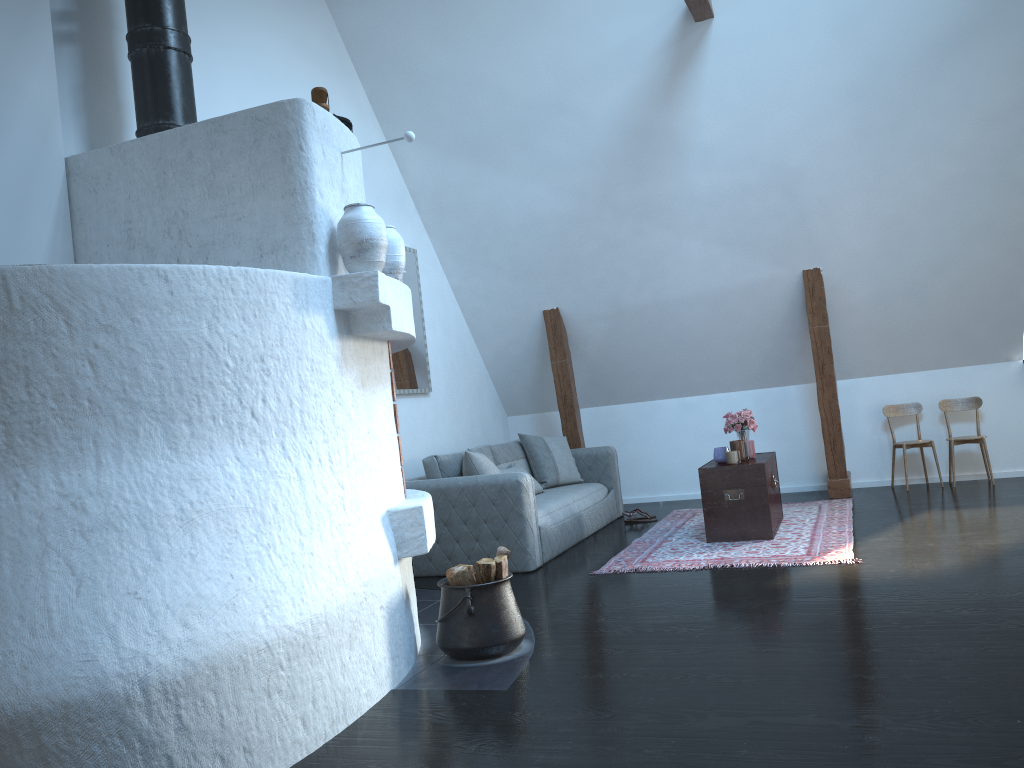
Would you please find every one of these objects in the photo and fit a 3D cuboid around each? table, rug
[{"bbox_3d":[1.613,0.766,6.155,0.471,0.492,0.962,-7,-2,21],"label":"table"},{"bbox_3d":[1.609,1.007,6.127,1.512,0.029,2.647,-7,-2,21],"label":"rug"}]

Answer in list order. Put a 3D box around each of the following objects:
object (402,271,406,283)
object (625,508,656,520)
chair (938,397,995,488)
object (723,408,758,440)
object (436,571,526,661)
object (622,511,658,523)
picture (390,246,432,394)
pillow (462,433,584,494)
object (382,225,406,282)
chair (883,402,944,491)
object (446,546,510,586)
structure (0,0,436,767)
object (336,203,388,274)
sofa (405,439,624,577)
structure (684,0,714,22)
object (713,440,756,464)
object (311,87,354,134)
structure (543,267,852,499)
[{"bbox_3d":[-0.526,-0.484,3.984,0.064,0.114,0.161,-7,-2,23],"label":"object"},{"bbox_3d":[1.053,1.067,7.298,0.277,0.090,0.101,-6,-2,-23],"label":"object"},{"bbox_3d":[3.691,0.464,7.205,0.329,0.696,0.342,-7,-2,22],"label":"chair"},{"bbox_3d":[1.648,0.350,6.394,0.235,0.351,0.234,-6,-2,-19],"label":"object"},{"bbox_3d":[-0.142,0.985,3.789,0.384,0.313,0.384,-5,-2,-43],"label":"object"},{"bbox_3d":[1.028,1.065,7.139,0.277,0.090,0.101,-7,-2,9],"label":"object"},{"bbox_3d":[-0.903,-0.515,6.852,0.025,1.185,0.965,-7,-2,21],"label":"picture"},{"bbox_3d":[0.082,0.642,6.754,0.444,0.515,2.075,-7,-2,21],"label":"pillow"},{"bbox_3d":[-0.533,-0.535,3.800,0.158,0.274,0.158,-5,-2,-30],"label":"object"},{"bbox_3d":[3.323,0.510,7.366,0.329,0.696,0.342,-6,-2,4],"label":"chair"},{"bbox_3d":[-0.138,0.901,3.773,0.270,0.370,0.240,-7,-2,20],"label":"object"},{"bbox_3d":[-1.984,-1.006,3.958,3.049,4.752,3.058,-7,-2,29],"label":"structure"},{"bbox_3d":[-0.596,-0.555,3.546,0.203,0.314,0.203,-7,-2,5],"label":"object"},{"bbox_3d":[0.004,0.829,6.765,1.107,0.770,2.458,-7,-2,21],"label":"sofa"},{"bbox_3d":[2.595,-3.009,2.122,15.910,3.562,10.230,-7,-2,26],"label":"structure"},{"bbox_3d":[1.504,0.464,6.070,0.215,0.138,0.413,-7,-2,32],"label":"object"},{"bbox_3d":[-0.870,-1.147,4.017,0.311,0.094,0.783,-7,-2,6],"label":"object"},{"bbox_3d":[6.260,-0.478,6.186,12.350,1.963,1.023,-7,-2,21],"label":"structure"}]
